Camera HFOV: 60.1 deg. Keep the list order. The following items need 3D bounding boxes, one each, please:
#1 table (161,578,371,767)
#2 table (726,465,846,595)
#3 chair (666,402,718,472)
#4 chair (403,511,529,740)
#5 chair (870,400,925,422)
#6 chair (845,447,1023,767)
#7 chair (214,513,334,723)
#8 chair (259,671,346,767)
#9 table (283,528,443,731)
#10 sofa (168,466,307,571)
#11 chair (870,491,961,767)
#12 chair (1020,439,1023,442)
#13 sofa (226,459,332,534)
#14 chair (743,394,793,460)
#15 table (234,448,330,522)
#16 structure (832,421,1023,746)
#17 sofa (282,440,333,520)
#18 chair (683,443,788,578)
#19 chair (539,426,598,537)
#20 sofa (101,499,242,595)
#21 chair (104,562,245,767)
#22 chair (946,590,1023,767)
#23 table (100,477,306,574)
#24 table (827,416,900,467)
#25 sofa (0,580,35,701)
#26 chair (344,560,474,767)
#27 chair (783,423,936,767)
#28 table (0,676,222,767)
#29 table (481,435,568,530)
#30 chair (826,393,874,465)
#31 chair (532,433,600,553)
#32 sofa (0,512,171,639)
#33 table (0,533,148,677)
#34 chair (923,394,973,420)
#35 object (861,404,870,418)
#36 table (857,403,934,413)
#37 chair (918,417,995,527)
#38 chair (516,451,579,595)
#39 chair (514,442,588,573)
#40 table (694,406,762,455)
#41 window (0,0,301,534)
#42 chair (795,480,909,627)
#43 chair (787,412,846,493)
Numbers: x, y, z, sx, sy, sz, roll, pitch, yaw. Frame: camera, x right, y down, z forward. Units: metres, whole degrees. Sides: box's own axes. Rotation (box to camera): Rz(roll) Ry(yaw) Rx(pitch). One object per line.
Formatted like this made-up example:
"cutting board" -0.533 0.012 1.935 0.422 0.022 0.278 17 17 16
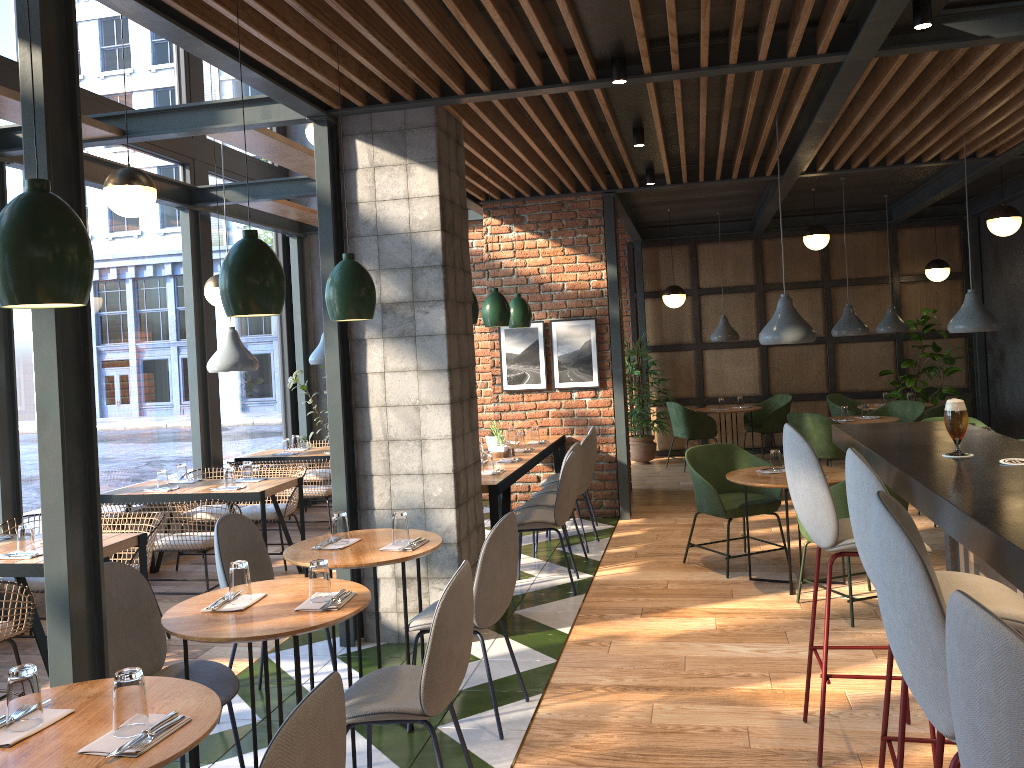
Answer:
"table" -0.824 1.138 3.075 0.700 0.747 0.699 -4 1 -36
"table" 1.794 0.920 5.642 0.806 0.687 0.808 -2 2 42
"chair" 2.193 0.611 10.766 0.515 0.819 0.638 -3 1 -13
"chair" -0.213 1.002 3.852 0.507 0.888 0.418 -3 0 18
"chair" 3.903 0.595 9.065 0.515 0.819 0.638 -3 1 -28
"chair" 1.265 0.802 2.566 0.507 1.243 0.418 -3 0 18
"chair" -1.077 1.038 4.067 0.507 0.888 0.418 -3 0 13
"chair" -0.619 1.104 1.992 0.507 0.888 0.418 -3 0 13
"table" -0.641 1.091 3.947 0.699 0.747 0.700 -3 1 22
"sofa" -2.113 1.045 6.956 1.091 0.733 0.471 -3 1 12
"chair" 1.036 0.847 1.815 0.507 1.243 0.418 -3 0 23
"chair" 3.442 0.753 5.983 0.638 0.819 0.515 -3 1 7
"sofa" -1.949 1.003 7.736 1.091 0.733 0.471 -3 1 12
"chair" 3.191 0.548 11.021 0.515 0.819 0.638 -3 1 -13
"table" -1.833 0.986 8.287 1.271 0.706 0.659 -3 1 12
"structure" 2.351 0.728 1.197 2.915 1.396 4.926 -3 2 12
"sofa" -1.718 0.943 8.841 1.091 0.733 0.471 -3 1 12
"chair" 1.539 0.846 6.142 0.639 0.819 0.514 -3 1 -23
"chair" 0.481 0.808 7.501 0.507 0.888 0.418 -3 0 8
"sofa" -2.345 1.105 5.851 1.091 0.733 0.471 -3 1 12
"chair" -1.246 1.086 3.164 0.507 0.888 0.418 -3 0 13
"chair" 0.839 0.878 1.076 0.507 1.243 0.418 -3 0 8
"table" -2.228 1.088 6.405 1.271 0.706 0.659 -3 1 12
"table" 3.436 0.697 8.805 0.808 0.687 0.806 -4 2 -37
"sofa" -2.736 1.207 3.985 1.091 0.733 0.471 -3 1 12
"chair" -0.367 1.048 2.974 0.507 0.888 0.418 -3 0 8
"chair" 1.333 0.763 3.398 0.507 1.243 0.418 -3 0 12
"table" -1.032 1.192 2.083 0.700 0.747 0.699 -4 1 -32
"table" -0.098 0.931 6.766 0.658 0.765 2.776 -3 2 12
"chair" 4.063 0.525 10.502 0.514 0.819 0.639 -3 1 44
"chair" 0.408 0.835 6.958 0.507 0.888 0.418 -3 0 19
"sofa" -2.504 1.147 5.090 1.091 0.733 0.471 -3 1 12
"table" -2.620 1.190 4.537 1.271 0.706 0.659 -3 1 12
"chair" 4.760 0.521 9.743 0.639 0.819 0.514 -4 1 -41
"object" 3.540 0.269 8.873 0.080 0.138 0.080 -3 1 -41
"table" 4.402 0.588 10.141 0.807 0.687 0.808 -3 1 12
"chair" 3.604 0.694 7.138 0.638 0.819 0.515 -3 1 12
"chair" 0.192 0.896 5.831 0.507 0.888 0.418 -3 0 8
"chair" 0.269 0.867 6.401 0.507 0.888 0.418 -3 0 18
"table" 2.673 0.646 10.891 0.808 0.687 0.806 -4 2 -38
"window" -3.376 -1.660 5.435 0.127 5.598 8.730 -3 2 12
"chair" 1.976 0.870 5.061 0.639 0.819 0.515 -3 1 -18
"chair" 3.005 0.664 8.560 0.515 0.819 0.638 -3 1 -33
